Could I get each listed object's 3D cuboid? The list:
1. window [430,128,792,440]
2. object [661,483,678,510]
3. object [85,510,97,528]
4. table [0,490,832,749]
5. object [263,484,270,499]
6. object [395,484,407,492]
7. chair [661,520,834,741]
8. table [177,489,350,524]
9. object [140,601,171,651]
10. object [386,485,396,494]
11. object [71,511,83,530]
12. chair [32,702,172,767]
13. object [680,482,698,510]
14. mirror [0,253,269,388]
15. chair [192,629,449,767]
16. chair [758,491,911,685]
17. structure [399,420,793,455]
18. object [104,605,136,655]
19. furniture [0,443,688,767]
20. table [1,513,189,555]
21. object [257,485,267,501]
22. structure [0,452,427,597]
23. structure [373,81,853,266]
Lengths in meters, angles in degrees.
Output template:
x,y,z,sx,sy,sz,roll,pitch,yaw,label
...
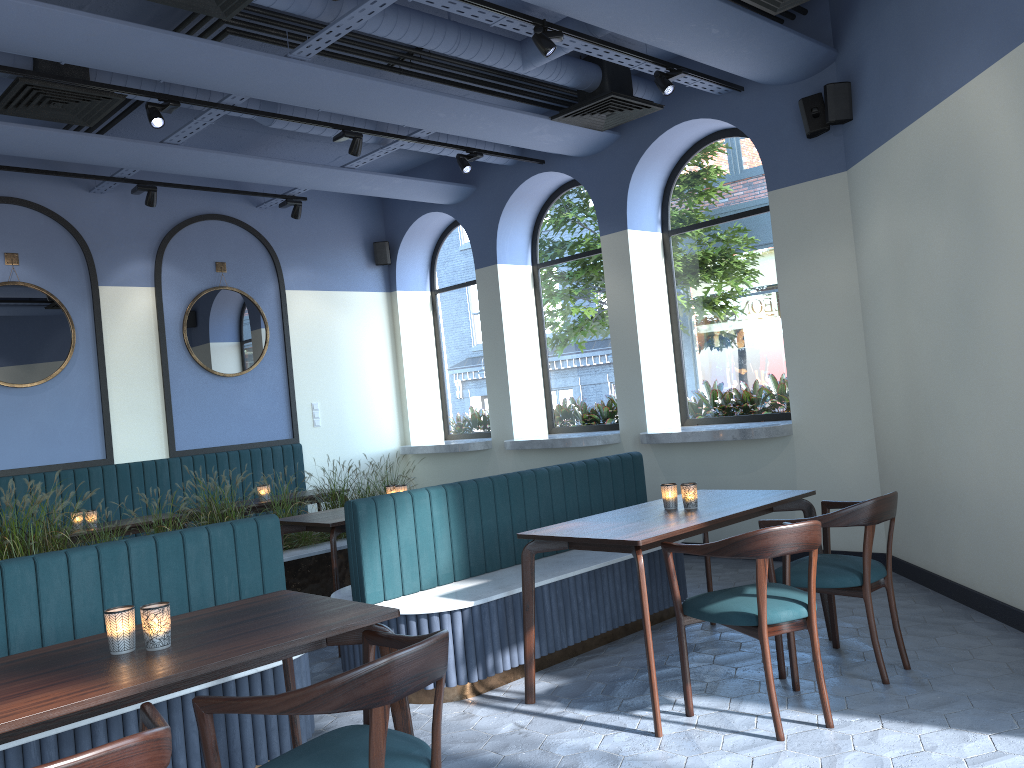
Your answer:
x,y,z,sx,sy,sz,roll,pitch,yaw,label
0.227,-0.817,2.713,3.897,2.394,14.212,-6,-1,7,window
0.766,0.545,4.302,0.078,0.120,0.078,-5,-1,-27,object
-2.964,0.951,6.249,0.078,0.120,0.078,-6,-1,29,object
-2.138,1.213,1.929,3.997,0.755,9.778,-6,-1,30,table
-2.010,0.880,7.239,0.078,0.120,0.078,-6,-1,29,object
-0.722,0.724,5.816,0.078,0.120,0.078,-5,-1,-27,object
0.997,0.927,3.527,0.618,0.793,0.525,-5,-1,-20,chair
-1.958,1.314,7.199,1.332,0.755,0.548,-4,-2,-44,table
-0.988,0.675,2.466,0.078,0.120,0.078,-6,-1,29,object
-0.793,0.732,5.882,0.078,0.120,0.078,-5,-1,-27,object
-3.062,0.960,6.246,0.078,0.120,0.078,-6,-1,29,object
-0.910,1.073,1.746,0.618,0.793,0.525,-4,-2,-45,chair
0.849,0.536,4.238,0.078,0.120,0.078,-5,-1,-27,object
-3.945,-0.515,7.134,4.357,1.089,0.026,-4,-2,-44,mirror
-0.390,1.033,2.248,0.525,0.793,0.618,-6,-2,32,chair
1.490,0.890,4.004,0.618,0.793,0.525,-4,-2,-45,chair
0.125,0.425,2.694,4.315,0.080,14.155,-6,-1,7,structure
-1.085,0.684,2.463,0.078,0.120,0.078,-6,-1,29,object
-2.161,1.095,5.415,4.800,1.150,4.703,-4,-2,-44,furniture
-2.962,1.389,6.227,1.332,0.755,0.548,-4,-2,-44,table
-2.007,0.878,7.141,0.078,0.120,0.078,-6,-1,29,object
-2.398,1.095,5.661,4.878,1.207,1.143,-4,-2,-43,structure
-3.322,-1.366,3.268,7.261,0.268,13.143,-6,-1,29,structure
